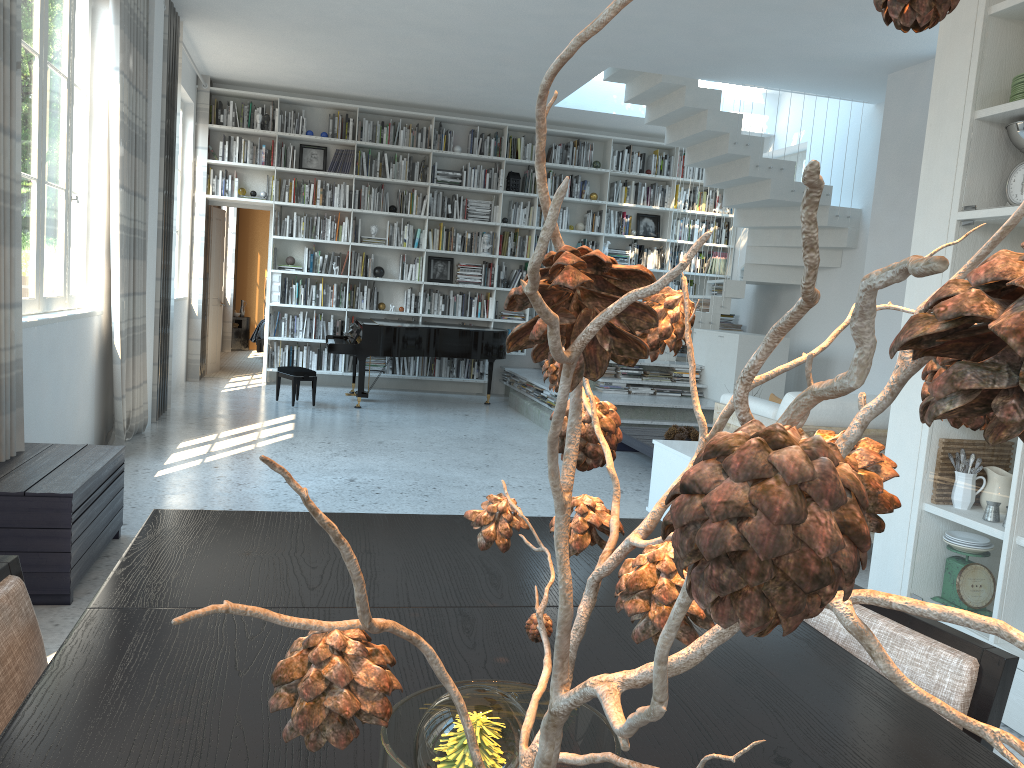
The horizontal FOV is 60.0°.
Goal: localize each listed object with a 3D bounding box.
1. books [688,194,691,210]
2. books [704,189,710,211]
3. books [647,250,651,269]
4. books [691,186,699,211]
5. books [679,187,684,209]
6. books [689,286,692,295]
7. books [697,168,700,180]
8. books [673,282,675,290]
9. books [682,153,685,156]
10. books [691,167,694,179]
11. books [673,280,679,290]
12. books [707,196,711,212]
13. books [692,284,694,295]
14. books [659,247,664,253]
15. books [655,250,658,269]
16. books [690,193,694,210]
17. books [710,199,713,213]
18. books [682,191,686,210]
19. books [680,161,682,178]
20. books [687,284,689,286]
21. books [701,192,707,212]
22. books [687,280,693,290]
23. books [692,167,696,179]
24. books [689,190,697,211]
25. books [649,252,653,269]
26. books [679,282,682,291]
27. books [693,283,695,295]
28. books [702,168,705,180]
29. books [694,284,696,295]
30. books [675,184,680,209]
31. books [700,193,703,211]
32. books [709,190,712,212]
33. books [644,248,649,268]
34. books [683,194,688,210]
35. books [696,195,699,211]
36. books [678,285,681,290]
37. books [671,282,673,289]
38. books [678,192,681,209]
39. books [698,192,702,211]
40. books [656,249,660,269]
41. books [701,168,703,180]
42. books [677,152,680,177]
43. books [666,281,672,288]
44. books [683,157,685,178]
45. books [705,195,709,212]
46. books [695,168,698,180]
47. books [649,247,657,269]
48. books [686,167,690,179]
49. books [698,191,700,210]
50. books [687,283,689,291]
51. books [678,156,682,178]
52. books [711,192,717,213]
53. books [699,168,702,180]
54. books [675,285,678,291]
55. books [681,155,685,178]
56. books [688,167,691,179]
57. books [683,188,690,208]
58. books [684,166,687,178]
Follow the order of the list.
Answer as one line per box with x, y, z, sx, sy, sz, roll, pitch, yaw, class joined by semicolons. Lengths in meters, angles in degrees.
2.125;-2.207;10.829;0.038;0.199;0.170;3;6;-13;books
2.378;-2.245;10.912;0.010;0.296;0.165;3;7;-13;books
1.653;-1.524;10.864;0.028;0.235;0.129;3;7;-13;books
2.215;-2.246;10.794;0.022;0.297;0.152;3;7;-13;books
2.016;-2.239;10.737;0.026;0.263;0.189;3;6;-13;books
2.186;-1.111;11.010;0.021;0.205;0.174;3;6;-13;books
2.255;-2.596;10.849;0.027;0.250;0.154;3;6;-13;books
1.970;-1.142;10.966;0.022;0.242;0.151;3;6;-13;books
2.094;-2.645;10.805;0.014;0.332;0.142;3;7;-13;books
2.171;-2.613;10.823;0.027;0.276;0.148;3;7;-13;books
2.018;-1.153;10.990;0.024;0.267;0.133;3;7;-13;books
2.390;-2.201;10.907;0.013;0.213;0.186;3;6;-13;books
2.211;-1.127;11.030;0.014;0.238;0.146;3;6;-13;books
1.839;-1.538;10.905;0.029;0.284;0.138;3;7;-13;books
1.738;-1.518;10.854;0.041;0.239;0.176;3;6;-13;books
2.163;-2.208;10.802;0.025;0.212;0.134;3;6;-13;books
2.430;-2.187;10.944;0.034;0.183;0.156;3;6;-13;books
2.049;-2.219;10.758;0.049;0.224;0.161;3;6;-13;books
2.025;-2.595;10.799;0.025;0.223;0.136;3;6;-13;books
2.142;-1.127;11.010;0.014;0.231;0.172;3;6;-13;books
2.297;-2.217;10.840;0.042;0.242;0.247;3;6;-13;books
2.203;-1.151;11.018;0.011;0.285;0.160;3;7;-13;books
2.195;-2.603;10.825;0.022;0.259;0.163;3;6;-13;books
2.192;-2.225;10.787;0.023;0.254;0.189;3;6;-13;books
1.679;-1.511;10.864;0.025;0.213;0.155;3;6;-13;books
2.074;-1.138;10.971;0.027;0.249;0.184;3;6;-13;books
2.232;-1.135;11.038;0.012;0.254;0.160;3;6;-13;books
2.319;-2.571;10.861;0.026;0.208;0.163;3;6;-13;books
2.245;-1.127;11.038;0.013;0.240;0.166;3;6;-13;books
1.975;-2.257;10.733;0.010;0.295;0.182;3;6;-13;books
2.275;-2.206;10.813;0.013;0.222;0.174;3;6;-13;books
2.405;-2.237;10.932;0.024;0.282;0.153;3;7;-13;books
1.624;-1.533;10.857;0.031;0.250;0.133;3;7;-13;books
2.084;-2.201;10.762;0.024;0.194;0.189;3;6;-13;books
2.228;-2.201;10.807;0.014;0.206;0.183;3;6;-13;books
2.041;-1.122;10.992;0.025;0.208;0.148;3;6;-13;books
1.941;-1.141;10.959;0.037;0.236;0.153;3;6;-13;books
1.988;-2.212;10.742;0.024;0.205;0.165;3;6;-13;books
2.261;-2.215;10.819;0.012;0.238;0.165;3;6;-13;books
1.767;-1.526;10.875;0.024;0.255;0.144;3;7;-13;books
2.297;-2.582;10.869;0.014;0.226;0.133;3;7;-13;books
1.985;-2.640;10.758;0.011;0.314;0.172;3;7;-13;books
1.914;-1.149;10.944;0.024;0.252;0.175;3;6;-13;books
2.064;-2.613;10.776;0.012;0.269;0.184;3;6;-13;books
2.361;-2.207;10.905;0.023;0.221;0.171;3;6;-13;books
2.220;-2.604;10.831;0.029;0.264;0.178;3;6;-13;books
1.710;-1.536;10.843;0.021;0.271;0.191;3;6;-13;books
2.112;-2.599;10.800;0.023;0.244;0.182;3;6;-13;books
2.245;-2.218;10.815;0.022;0.243;0.144;3;7;-13;books
2.158;-1.134;11.030;0.027;0.242;0.131;3;7;-13;books
2.007;-2.621;10.780;0.022;0.276;0.159;3;7;-13;books
2.465;-2.222;10.927;0.022;0.261;0.160;3;6;-13;books
2.282;-2.587;10.848;0.025;0.237;0.143;3;6;-13;books
1.994;-1.120;10.970;0.029;0.202;0.172;3;6;-13;books
2.049;-2.624;10.785;0.013;0.287;0.150;3;7;-13;books
2.142;-2.628;10.804;0.012;0.306;0.184;3;7;-13;books
2.106;-2.236;10.778;0.023;0.264;0.158;3;7;-13;books
2.078;-2.593;10.786;0.022;0.229;0.174;3;6;-13;books
